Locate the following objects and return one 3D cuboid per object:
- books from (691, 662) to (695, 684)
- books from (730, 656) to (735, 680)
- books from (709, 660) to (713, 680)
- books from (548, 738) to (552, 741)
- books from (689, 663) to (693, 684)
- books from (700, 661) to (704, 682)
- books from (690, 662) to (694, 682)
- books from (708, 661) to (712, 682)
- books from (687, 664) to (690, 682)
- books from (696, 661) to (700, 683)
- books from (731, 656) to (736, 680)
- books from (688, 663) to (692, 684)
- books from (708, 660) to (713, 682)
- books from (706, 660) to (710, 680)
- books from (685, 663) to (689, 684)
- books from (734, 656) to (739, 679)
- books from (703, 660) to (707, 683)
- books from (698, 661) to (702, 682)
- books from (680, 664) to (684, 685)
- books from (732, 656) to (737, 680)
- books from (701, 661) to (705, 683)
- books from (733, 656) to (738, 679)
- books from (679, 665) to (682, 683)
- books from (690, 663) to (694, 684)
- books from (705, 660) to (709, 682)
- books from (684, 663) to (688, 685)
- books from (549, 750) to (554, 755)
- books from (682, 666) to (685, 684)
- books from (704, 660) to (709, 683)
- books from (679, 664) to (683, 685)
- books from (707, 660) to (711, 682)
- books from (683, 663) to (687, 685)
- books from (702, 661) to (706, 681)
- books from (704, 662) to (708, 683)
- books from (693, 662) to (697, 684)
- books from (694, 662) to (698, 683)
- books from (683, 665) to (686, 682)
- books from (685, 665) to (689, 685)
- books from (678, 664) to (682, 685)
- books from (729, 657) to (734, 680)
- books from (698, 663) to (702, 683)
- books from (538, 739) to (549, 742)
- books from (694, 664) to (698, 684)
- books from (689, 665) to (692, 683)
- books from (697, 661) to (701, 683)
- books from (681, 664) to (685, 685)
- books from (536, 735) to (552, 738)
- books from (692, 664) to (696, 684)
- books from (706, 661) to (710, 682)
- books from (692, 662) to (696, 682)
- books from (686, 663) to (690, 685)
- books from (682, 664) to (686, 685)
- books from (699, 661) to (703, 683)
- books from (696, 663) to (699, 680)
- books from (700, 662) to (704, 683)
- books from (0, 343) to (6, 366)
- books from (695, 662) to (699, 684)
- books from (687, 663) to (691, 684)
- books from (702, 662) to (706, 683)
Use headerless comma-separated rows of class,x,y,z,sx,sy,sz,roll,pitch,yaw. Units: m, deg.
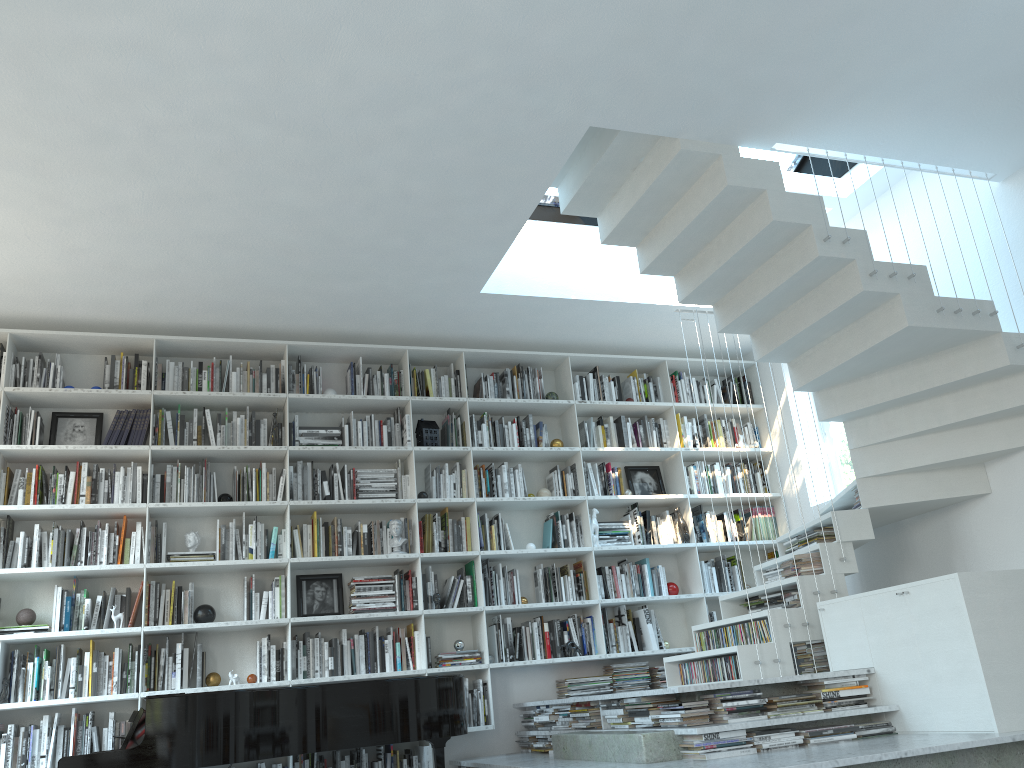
books,1.142,1.732,5.328,0.125,0.125,0.007,2,-21,-20
books,1.283,1.579,4.944,0.125,0.125,0.010,2,-21,-20
books,1.209,1.659,5.144,0.125,0.125,0.010,2,-21,-20
books,0.347,2.126,5.326,0.181,0.017,0.251,3,-21,-22
books,1.134,1.740,5.348,0.125,0.125,0.008,2,-21,-20
books,1.177,1.694,5.232,0.125,0.125,0.008,2,-21,-20
books,1.139,1.734,5.334,0.125,0.125,0.007,2,-21,-20
books,1.204,1.664,5.158,0.125,0.125,0.007,2,-21,-20
books,1.125,1.751,5.375,0.125,0.125,0.007,2,-21,-20
books,1.162,1.710,5.274,0.125,0.125,0.007,2,-21,-20
books,1.286,1.575,4.934,0.125,0.125,0.010,2,-21,-20
books,1.129,1.746,5.362,0.125,0.125,0.008,2,-21,-20
books,1.207,1.662,5.151,0.125,0.125,0.007,2,-21,-20
books,1.199,1.670,5.172,0.125,0.125,0.008,2,-21,-20
books,1.119,1.756,5.389,0.125,0.125,0.009,2,-21,-20
books,1.296,1.565,4.908,0.125,0.125,0.011,2,-21,-20
books,1.187,1.683,5.204,0.125,0.125,0.008,2,-21,-20
books,1.169,1.702,5.253,0.125,0.125,0.008,2,-21,-20
books,1.098,1.779,5.447,0.125,0.125,0.010,2,-21,-20
books,1.289,1.572,4.927,0.125,0.125,0.008,2,-21,-20
books,1.179,1.691,5.226,0.125,0.125,0.009,2,-21,-20
books,1.292,1.569,4.918,0.125,0.125,0.012,2,-21,-20
books,1.093,1.785,5.461,0.125,0.125,0.008,2,-21,-20
books,1.137,1.737,5.341,0.125,0.125,0.008,2,-21,-20
books,1.194,1.675,5.185,0.125,0.125,0.009,2,-21,-20
books,1.114,1.762,5.404,0.125,0.125,0.010,2,-21,-20
books,0.349,2.196,5.300,0.189,0.028,0.203,4,-22,-24
books,1.104,1.773,5.431,0.125,0.125,0.007,2,-21,-20
books,1.192,1.678,5.191,0.125,0.125,0.008,2,-21,-20
books,1.095,1.782,5.455,0.125,0.125,0.008,2,-21,-20
books,1.202,1.667,5.165,0.125,0.125,0.007,2,-21,-20
books,1.111,1.765,5.412,0.125,0.125,0.008,2,-21,-20
books,1.184,1.686,5.212,0.125,0.125,0.009,2,-21,-20
books,1.190,1.680,5.198,0.125,0.125,0.007,2,-21,-20
books,1.149,1.724,5.308,0.125,0.125,0.008,2,-21,-20
books,1.154,1.719,5.295,0.125,0.125,0.008,2,-21,-20
books,1.109,1.768,5.418,0.125,0.125,0.008,2,-21,-20
books,1.117,1.759,5.396,0.125,0.125,0.007,2,-21,-20
books,1.090,1.788,5.468,0.125,0.125,0.007,2,-21,-20
books,1.280,1.582,4.952,0.125,0.125,0.008,2,-21,-20
books,1.167,1.705,5.260,0.125,0.125,0.009,2,-21,-20
books,0.268,2.246,5.603,0.137,0.018,0.201,3,-22,-23
books,1.151,1.721,5.302,0.125,0.125,0.007,2,-21,-20
books,1.132,1.743,5.355,0.125,0.125,0.008,2,-21,-20
books,1.164,1.708,5.267,0.125,0.125,0.008,2,-21,-20
books,1.101,1.776,5.438,0.125,0.125,0.009,2,-21,-20
books,0.263,2.223,5.610,0.149,0.014,0.229,2,-21,-21
books,1.144,1.729,5.321,0.125,0.125,0.007,2,-21,-20
books,1.197,1.672,5.178,0.125,0.125,0.007,2,-21,-20
books,1.147,1.727,5.315,0.125,0.125,0.008,2,-21,-20
books,1.122,1.754,5.382,0.125,0.125,0.009,2,-21,-20
books,1.106,1.770,5.424,0.125,0.125,0.007,2,-21,-20
books,1.172,1.699,5.246,0.125,0.125,0.007,2,-21,-20
books,1.159,1.713,5.280,0.125,0.125,0.007,2,-21,-20
books,1.174,1.697,5.239,0.125,0.125,0.009,2,-21,-20
books,-3.222,-0.070,5.589,0.014,0.336,0.168,1,-21,-20
books,1.157,1.716,5.287,0.125,0.125,0.009,2,-21,-20
books,1.127,1.748,5.368,0.125,0.125,0.008,2,-21,-20
books,1.182,1.688,5.218,0.125,0.125,0.008,2,-21,-20
